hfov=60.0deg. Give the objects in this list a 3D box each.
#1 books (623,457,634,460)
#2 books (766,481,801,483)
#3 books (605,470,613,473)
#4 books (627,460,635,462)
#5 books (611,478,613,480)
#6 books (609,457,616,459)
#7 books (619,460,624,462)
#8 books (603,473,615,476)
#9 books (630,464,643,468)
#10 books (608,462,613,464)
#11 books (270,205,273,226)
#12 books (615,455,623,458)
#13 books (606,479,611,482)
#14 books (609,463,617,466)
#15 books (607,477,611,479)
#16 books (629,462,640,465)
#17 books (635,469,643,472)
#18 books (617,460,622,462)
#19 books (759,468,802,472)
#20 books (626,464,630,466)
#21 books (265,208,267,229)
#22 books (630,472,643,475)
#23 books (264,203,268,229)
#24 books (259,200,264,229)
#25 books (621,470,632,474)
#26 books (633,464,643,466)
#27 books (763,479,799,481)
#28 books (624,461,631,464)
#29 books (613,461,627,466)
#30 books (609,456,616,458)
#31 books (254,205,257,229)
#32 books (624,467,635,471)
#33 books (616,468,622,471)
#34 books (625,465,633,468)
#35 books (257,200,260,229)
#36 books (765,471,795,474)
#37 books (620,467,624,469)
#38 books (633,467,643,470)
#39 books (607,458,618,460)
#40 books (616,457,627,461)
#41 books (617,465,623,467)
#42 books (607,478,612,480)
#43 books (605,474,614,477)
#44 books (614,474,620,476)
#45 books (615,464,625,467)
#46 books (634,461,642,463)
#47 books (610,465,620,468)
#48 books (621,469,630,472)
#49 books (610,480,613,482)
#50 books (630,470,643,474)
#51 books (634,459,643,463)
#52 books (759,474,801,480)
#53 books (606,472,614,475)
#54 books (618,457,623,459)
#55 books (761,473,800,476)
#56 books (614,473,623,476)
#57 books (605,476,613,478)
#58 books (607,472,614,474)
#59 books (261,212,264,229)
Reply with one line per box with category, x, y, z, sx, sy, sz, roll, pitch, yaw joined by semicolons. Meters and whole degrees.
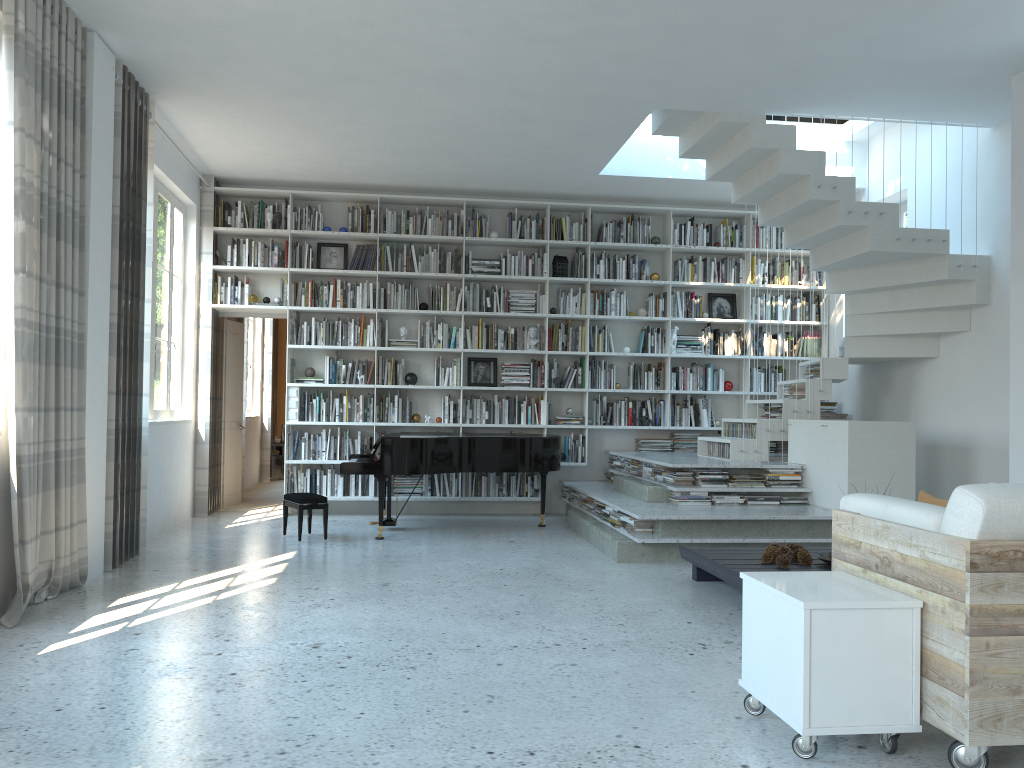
books;1.169;0.713;8.430;0.165;0.015;0.243;1;-2;-12
books;2.151;0.780;7.117;0.281;0.008;0.181;1;-2;-2
books;1.054;0.891;9.048;0.174;0.009;0.240;1;-2;-5
books;1.182;0.727;8.431;0.149;0.013;0.220;1;-2;-4
books;1.088;0.937;8.737;0.180;0.017;0.182;1;-2;-10
books;1.102;0.752;9.021;0.167;0.008;0.234;1;-2;-8
books;1.141;0.753;8.732;0.143;0.012;0.264;1;-2;-2
books;1.050;0.922;9.047;0.184;0.006;0.262;1;-2;-6
books;1.205;0.756;8.144;0.179;0.017;0.293;1;-2;-6
books;1.097;0.804;9.019;0.179;0.012;0.261;1;-2;-7
books;-2.346;-1.602;8.681;0.021;0.253;0.179;1;-1;-7
books;1.131;0.712;8.732;0.171;0.020;0.193;1;-2;-12
books;1.060;0.983;9.047;0.163;0.019;0.187;1;-2;-8
books;1.092;0.819;9.019;0.175;0.017;0.265;1;-2;-4
books;1.070;0.962;9.049;0.147;0.014;0.292;1;-2;-7
books;1.202;0.731;8.144;0.187;0.009;0.261;1;-2;-8
books;1.225;0.791;8.146;0.138;0.017;0.237;1;-2;-8
books;1.134;0.763;8.731;0.171;0.007;0.206;1;-2;-5
books;2.152;0.690;7.118;0.285;0.013;0.181;1;-2;-12
books;1.186;0.771;8.431;0.150;0.013;0.215;1;-2;-7
books;-2.392;-1.589;8.678;0.021;0.226;0.156;1;-1;-7
books;1.196;0.819;8.142;0.182;0.011;0.253;1;-2;-3
books;-2.409;-1.614;8.678;0.013;0.275;0.158;1;-1;-7
books;-2.453;-1.634;8.676;0.029;0.314;0.129;1;-1;-7
books;1.166;0.836;8.427;0.183;0.012;0.296;1;-2;-8
books;1.208;0.742;8.144;0.161;0.012;0.254;1;-2;-3
books;2.149;0.770;7.137;0.268;0.014;0.160;1;-2;-8
books;1.176;0.747;8.430;0.167;0.008;0.234;1;-2;-8
books;1.123;0.781;8.730;0.189;0.030;0.237;1;-2;-10
books;1.102;0.742;9.021;0.159;0.011;0.246;1;-2;-10
books;-2.497;-1.606;8.674;0.030;0.257;0.130;1;-1;-7
books;1.170;0.807;8.428;0.164;0.023;0.242;1;-2;-3
books;1.134;0.842;8.730;0.173;0.017;0.233;1;-2;-8
books;1.182;0.786;8.430;0.154;0.018;0.221;1;-2;-8
books;-2.473;-1.630;8.663;0.014;0.304;0.145;1;-1;-7
books;2.151;0.708;7.129;0.192;0.024;0.167;1;-2;-2
books;1.153;0.824;8.733;0.131;0.021;0.240;1;-2;-5
books;1.214;0.774;8.145;0.159;0.018;0.203;1;-2;-9
books;1.091;0.763;9.019;0.171;0.015;0.253;1;-2;-12
books;1.140;0.738;8.733;0.163;0.018;0.290;1;-2;-8
books;1.140;0.809;8.731;0.152;0.009;0.259;1;-2;-10
books;1.060;0.971;9.047;0.144;0.005;0.257;1;-2;-2
books;1.062;0.937;9.048;0.159;0.012;0.278;1;-2;-8
books;1.102;0.898;8.740;0.144;0.009;0.249;1;-2;-3
books;1.136;0.800;8.731;0.163;0.008;0.295;1;-2;-9
books;1.228;0.721;8.147;0.128;0.013;0.296;1;-2;-9
books;1.101;0.836;9.019;0.163;0.017;0.232;1;-2;-5
books;1.161;0.824;8.427;0.190;0.012;0.235;1;-2;-9
books;1.082;0.964;8.736;0.187;0.009;0.261;1;-2;-4
books;1.203;0.806;8.143;0.178;0.014;0.247;1;-2;-9
books;1.217;0.700;8.146;0.139;0.028;0.262;1;-2;-2
books;2.150;0.747;7.129;0.284;0.030;0.177;1;-2;-6
books;1.057;0.914;9.048;0.159;0.009;0.210;1;-2;-3
books;1.142;0.726;8.733;0.159;0.007;0.285;1;-2;-8
books;2.151;0.726;7.121;0.261;0.012;0.179;1;-2;-3
books;1.105;0.887;8.740;0.149;0.014;0.228;1;-2;-9
books;1.059;0.949;9.047;0.170;0.012;0.215;1;-2;-7
books;1.059;0.903;9.048;0.152;0.015;0.208;1;-2;-2
books;-2.427;-1.570;8.668;0.024;0.187;0.159;1;-1;-7
